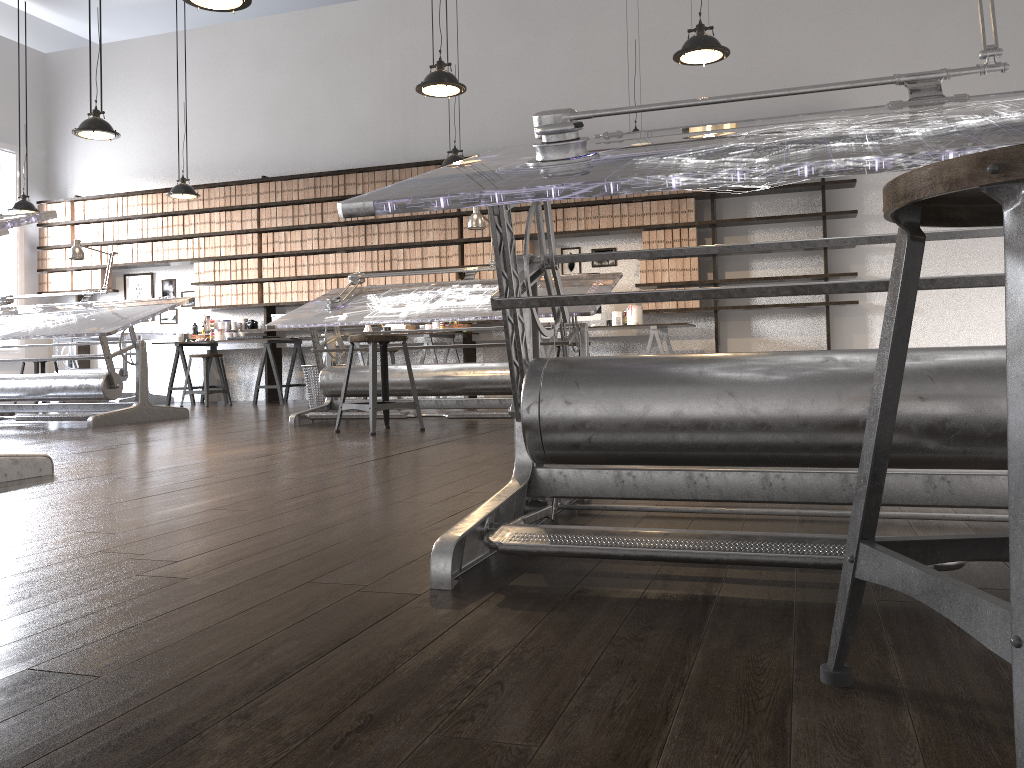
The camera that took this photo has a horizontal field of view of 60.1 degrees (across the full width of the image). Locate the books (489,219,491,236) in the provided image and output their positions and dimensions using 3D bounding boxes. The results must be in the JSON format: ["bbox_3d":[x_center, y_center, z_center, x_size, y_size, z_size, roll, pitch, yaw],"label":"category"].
[{"bbox_3d":[-0.169,-1.582,8.905,0.066,0.226,0.174,-2,-1,18],"label":"books"}]

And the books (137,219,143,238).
[{"bbox_3d":[-4.244,-1.780,10.242,0.067,0.226,0.174,-2,-1,18],"label":"books"}]

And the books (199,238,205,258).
[{"bbox_3d":[-3.438,-1.526,9.974,0.066,0.226,0.174,-2,-1,18],"label":"books"}]

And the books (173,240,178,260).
[{"bbox_3d":[-3.773,-1.513,10.081,0.067,0.226,0.174,-2,-1,18],"label":"books"}]

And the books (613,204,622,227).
[{"bbox_3d":[1.025,-1.603,8.505,0.066,0.226,0.174,-2,-1,18],"label":"books"}]

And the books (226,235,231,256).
[{"bbox_3d":[-3.109,-1.532,9.868,0.066,0.226,0.174,-2,-1,18],"label":"books"}]

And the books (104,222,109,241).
[{"bbox_3d":[-4.701,-1.772,10.398,0.066,0.226,0.174,-2,-1,18],"label":"books"}]

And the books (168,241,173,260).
[{"bbox_3d":[-3.836,-1.512,10.108,0.066,0.226,0.174,-2,-1,18],"label":"books"}]

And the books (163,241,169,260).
[{"bbox_3d":[-3.903,-1.511,10.130,0.066,0.226,0.174,-2,-1,18],"label":"books"}]

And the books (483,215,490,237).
[{"bbox_3d":[-0.236,-1.581,8.923,0.066,0.226,0.174,-2,-1,18],"label":"books"}]

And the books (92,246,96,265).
[{"bbox_3d":[-4.862,-1.501,10.443,0.066,0.226,0.174,-2,-1,18],"label":"books"}]

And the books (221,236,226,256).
[{"bbox_3d":[-3.169,-1.530,9.886,0.066,0.226,0.174,-2,-1,18],"label":"books"}]

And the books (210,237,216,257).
[{"bbox_3d":[-3.304,-1.528,9.932,0.066,0.226,0.174,-2,-1,18],"label":"books"}]

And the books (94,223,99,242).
[{"bbox_3d":[-4.842,-1.770,10.444,0.066,0.226,0.174,-2,-1,18],"label":"books"}]

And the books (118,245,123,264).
[{"bbox_3d":[-4.505,-1.500,10.329,0.066,0.226,0.174,-2,-1,18],"label":"books"}]

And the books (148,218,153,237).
[{"bbox_3d":[-4.109,-1.782,10.204,0.066,0.226,0.174,-2,-1,18],"label":"books"}]

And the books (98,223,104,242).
[{"bbox_3d":[-4.774,-1.771,10.416,0.067,0.226,0.174,-2,-1,18],"label":"books"}]

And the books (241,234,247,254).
[{"bbox_3d":[-2.914,-1.535,9.805,0.066,0.226,0.174,-2,-1,18],"label":"books"}]

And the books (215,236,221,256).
[{"bbox_3d":[-3.239,-1.529,9.907,0.067,0.226,0.174,-2,-1,18],"label":"books"}]

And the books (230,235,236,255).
[{"bbox_3d":[-3.047,-1.533,9.843,0.067,0.226,0.174,-2,-1,18],"label":"books"}]

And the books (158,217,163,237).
[{"bbox_3d":[-3.977,-1.785,10.153,0.066,0.226,0.174,-2,-1,18],"label":"books"}]

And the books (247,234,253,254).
[{"bbox_3d":[-2.848,-1.536,9.779,0.066,0.226,0.174,-2,-1,18],"label":"books"}]

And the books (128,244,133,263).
[{"bbox_3d":[-4.372,-1.502,10.277,0.066,0.226,0.174,-2,-1,18],"label":"books"}]

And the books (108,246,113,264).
[{"bbox_3d":[-4.640,-1.498,10.367,0.067,0.226,0.174,-2,-1,18],"label":"books"}]

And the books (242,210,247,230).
[{"bbox_3d":[-2.912,-1.803,9.809,0.066,0.226,0.174,-2,-1,18],"label":"books"}]

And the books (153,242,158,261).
[{"bbox_3d":[-4.038,-1.508,10.174,0.066,0.226,0.174,-2,-1,18],"label":"books"}]

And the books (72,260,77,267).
[{"bbox_3d":[-5.135,-1.496,10.528,0.066,0.226,0.174,-2,-1,18],"label":"books"}]

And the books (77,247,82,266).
[{"bbox_3d":[-5.065,-1.497,10.509,0.066,0.226,0.174,-2,-1,18],"label":"books"}]

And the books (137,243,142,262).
[{"bbox_3d":[-4.242,-1.505,10.239,0.066,0.226,0.174,-2,-1,18],"label":"books"}]

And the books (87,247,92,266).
[{"bbox_3d":[-4.932,-1.500,10.467,0.066,0.226,0.174,-2,-1,18],"label":"books"}]

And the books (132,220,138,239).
[{"bbox_3d":[-4.312,-1.779,10.267,0.066,0.226,0.174,-2,-1,18],"label":"books"}]

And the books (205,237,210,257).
[{"bbox_3d":[-3.370,-1.527,9.956,0.066,0.226,0.174,-2,-1,18],"label":"books"}]

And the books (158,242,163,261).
[{"bbox_3d":[-3.971,-1.509,10.148,0.066,0.226,0.174,-2,-1,18],"label":"books"}]

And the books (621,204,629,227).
[{"bbox_3d":[1.095,-1.604,8.485,0.066,0.226,0.174,-2,-1,18],"label":"books"}]

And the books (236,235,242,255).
[{"bbox_3d":[-2.981,-1.534,9.827,0.066,0.226,0.174,-2,-1,18],"label":"books"}]

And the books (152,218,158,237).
[{"bbox_3d":[-4.044,-1.784,10.179,0.066,0.226,0.174,-2,-1,18],"label":"books"}]

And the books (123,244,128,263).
[{"bbox_3d":[-4.440,-1.501,10.303,0.066,0.226,0.174,-2,-1,18],"label":"books"}]

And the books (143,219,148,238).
[{"bbox_3d":[-4.176,-1.781,10.224,0.066,0.226,0.174,-2,-1,18],"label":"books"}]

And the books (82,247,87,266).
[{"bbox_3d":[-4.998,-1.499,10.491,0.066,0.226,0.174,-2,-1,18],"label":"books"}]

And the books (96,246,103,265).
[{"bbox_3d":[-4.803,-1.502,10.419,0.067,0.226,0.174,-2,-1,18],"label":"books"}]

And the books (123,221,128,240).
[{"bbox_3d":[-4.436,-1.777,10.304,0.067,0.226,0.174,-2,-1,18],"label":"books"}]

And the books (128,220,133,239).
[{"bbox_3d":[-4.372,-1.778,10.288,0.066,0.226,0.174,-2,-1,18],"label":"books"}]

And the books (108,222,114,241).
[{"bbox_3d":[-4.635,-1.773,10.371,0.066,0.226,0.174,-2,-1,18],"label":"books"}]

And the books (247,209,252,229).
[{"bbox_3d":[-2.853,-1.804,9.787,0.066,0.226,0.174,-2,-1,18],"label":"books"}]

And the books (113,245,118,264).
[{"bbox_3d":[-4.572,-1.499,10.348,0.066,0.226,0.174,-2,-1,18],"label":"books"}]

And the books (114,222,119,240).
[{"bbox_3d":[-4.566,-1.774,10.353,0.066,0.226,0.174,-2,-1,18],"label":"books"}]

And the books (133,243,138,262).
[{"bbox_3d":[-4.304,-1.504,10.255,0.067,0.226,0.174,-2,-1,18],"label":"books"}]

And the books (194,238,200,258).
[{"bbox_3d":[-3.507,-1.525,9.993,0.066,0.226,0.174,-2,-1,18],"label":"books"}]

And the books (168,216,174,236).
[{"bbox_3d":[-3.847,-1.787,10.115,0.066,0.226,0.174,-2,-1,18],"label":"books"}]

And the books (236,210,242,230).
[{"bbox_3d":[-2.977,-1.802,9.825,0.067,0.226,0.174,-2,-1,18],"label":"books"}]

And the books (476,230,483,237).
[{"bbox_3d":[-0.306,-1.579,8.942,0.066,0.226,0.174,-2,-1,18],"label":"books"}]

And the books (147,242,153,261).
[{"bbox_3d":[-4.110,-1.507,10.193,0.067,0.226,0.174,-2,-1,18],"label":"books"}]

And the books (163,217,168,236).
[{"bbox_3d":[-3.908,-1.786,10.130,0.067,0.226,0.174,-2,-1,18],"label":"books"}]

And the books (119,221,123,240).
[{"bbox_3d":[-4.499,-1.776,10.331,0.066,0.226,0.174,-2,-1,18],"label":"books"}]

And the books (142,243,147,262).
[{"bbox_3d":[-4.179,-1.506,10.221,0.066,0.226,0.174,-2,-1,18],"label":"books"}]
